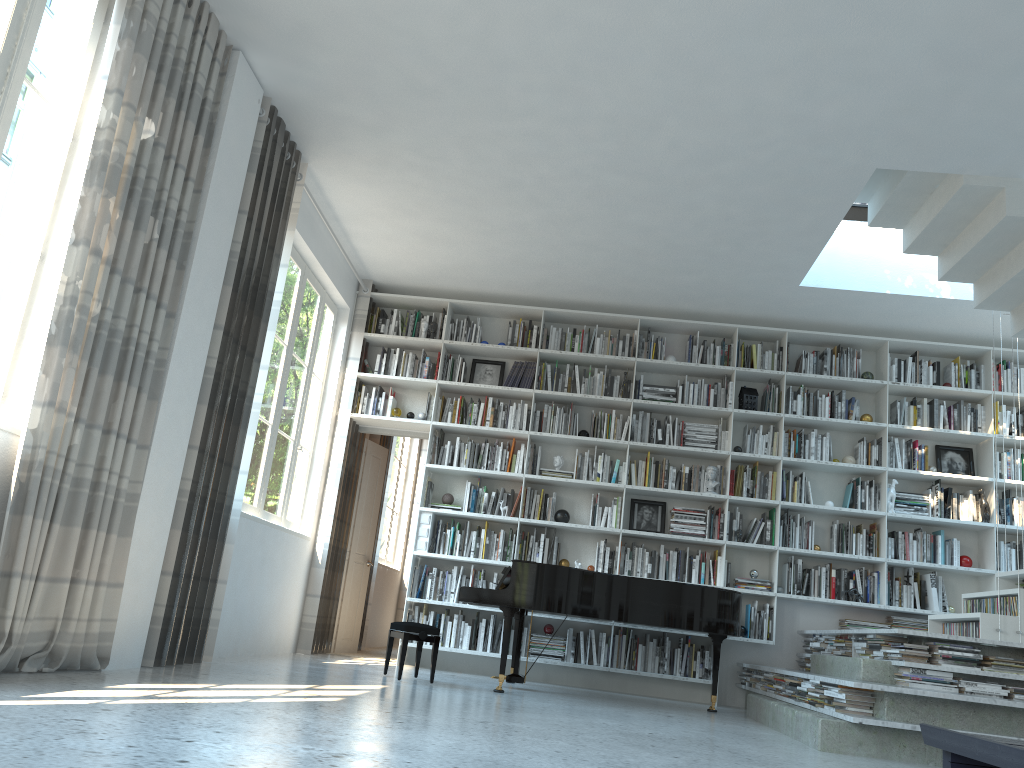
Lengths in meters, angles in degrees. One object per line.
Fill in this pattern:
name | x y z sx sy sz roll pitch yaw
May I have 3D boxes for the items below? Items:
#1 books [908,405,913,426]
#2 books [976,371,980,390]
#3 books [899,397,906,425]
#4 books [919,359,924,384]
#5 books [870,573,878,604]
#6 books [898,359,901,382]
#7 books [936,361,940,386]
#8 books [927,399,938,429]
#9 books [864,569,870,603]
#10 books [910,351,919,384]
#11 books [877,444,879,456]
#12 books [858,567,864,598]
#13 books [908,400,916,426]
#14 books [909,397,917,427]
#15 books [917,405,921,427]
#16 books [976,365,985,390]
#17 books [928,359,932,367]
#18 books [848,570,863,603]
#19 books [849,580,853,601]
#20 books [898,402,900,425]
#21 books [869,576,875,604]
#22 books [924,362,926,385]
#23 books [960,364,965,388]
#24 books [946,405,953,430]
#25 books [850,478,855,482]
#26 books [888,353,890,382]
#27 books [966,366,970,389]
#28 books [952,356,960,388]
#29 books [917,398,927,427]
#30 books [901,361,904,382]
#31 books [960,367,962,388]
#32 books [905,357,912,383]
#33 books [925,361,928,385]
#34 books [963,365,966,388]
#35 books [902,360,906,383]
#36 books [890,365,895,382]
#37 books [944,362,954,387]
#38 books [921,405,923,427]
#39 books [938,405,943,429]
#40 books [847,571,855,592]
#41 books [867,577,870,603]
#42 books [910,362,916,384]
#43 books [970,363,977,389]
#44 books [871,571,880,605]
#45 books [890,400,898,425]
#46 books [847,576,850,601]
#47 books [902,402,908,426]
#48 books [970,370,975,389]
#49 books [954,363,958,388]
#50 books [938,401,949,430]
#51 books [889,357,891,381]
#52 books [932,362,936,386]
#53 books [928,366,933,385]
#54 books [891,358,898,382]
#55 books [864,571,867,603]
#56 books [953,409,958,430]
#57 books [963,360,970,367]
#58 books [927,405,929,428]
books | 3.353 0.304 7.507 0.025 0.207 0.176 6 -15 5
books | 3.953 0.012 7.577 0.031 0.210 0.132 6 -15 5
books | 3.294 0.266 7.536 0.051 0.281 0.167 6 -15 5
books | 3.490 -0.064 7.602 0.014 0.261 0.169 6 -15 5
books | 2.918 1.662 7.175 0.026 0.257 0.157 6 -15 5
books | 3.297 -0.073 7.614 0.026 0.241 0.185 6 -15 5
books | 3.620 -0.047 7.595 0.030 0.257 0.165 6 -15 5
books | 3.523 0.283 7.463 0.032 0.264 0.246 6 -15 5
books | 2.878 1.653 7.206 0.012 0.281 0.144 6 -15 5
books | 3.450 -0.102 7.611 0.014 0.331 0.181 6 -15 5
books | 3.051 0.629 7.459 0.013 0.220 0.156 6 -15 5
books | 2.831 1.639 7.198 0.013 0.293 0.135 6 -15 5
books | 3.382 0.282 7.515 0.026 0.260 0.168 6 -15 5
books | 3.403 0.269 7.526 0.011 0.295 0.163 6 -15 5
books | 3.419 0.306 7.515 0.030 0.223 0.158 6 -15 5
books | 3.983 -0.016 7.560 0.026 0.262 0.163 6 -15 5
books | 3.571 -0.058 7.618 0.012 0.278 0.153 6 -15 5
books | 2.788 1.646 7.189 0.070 0.265 0.186 6 -15 5
books | 2.727 1.682 7.186 0.025 0.180 0.169 6 -15 5
books | 3.260 0.285 7.533 0.013 0.236 0.142 6 -15 5
books | 2.891 1.673 7.167 0.025 0.227 0.176 6 -15 5
books | 3.506 -0.049 7.598 0.022 0.235 0.172 6 -15 5
books | 3.816 -0.025 7.572 0.031 0.248 0.165 6 -15 5
books | 3.674 0.318 7.477 0.014 0.239 0.190 6 -15 5
books | 2.843 0.935 7.399 0.016 0.289 0.135 6 -15 5
books | 3.212 -0.104 7.641 0.028 0.293 0.150 6 -15 5
books | 3.856 -0.016 7.561 0.018 0.234 0.187 6 -15 5
books | 3.796 -0.062 7.585 0.007 0.320 0.166 6 -15 5
books | 3.473 0.278 7.512 0.026 0.287 0.156 6 -15 5
books | 3.322 -0.064 7.618 0.024 0.230 0.169 6 -15 5
books | 3.797 -0.018 7.564 0.007 0.225 0.170 6 -15 5
books | 3.387 -0.080 7.619 0.048 0.277 0.150 6 -15 5
books | 3.529 -0.054 7.606 0.021 0.253 0.152 6 -15 5
books | 3.842 -0.023 7.586 0.017 0.256 0.147 6 -15 5
books | 3.349 -0.065 7.635 0.027 0.249 0.140 6 -15 5
books | 3.244 -0.052 7.605 0.022 0.182 0.190 6 -15 5
books | 3.731 -0.039 7.574 0.019 0.255 0.169 6 -15 5
books | 3.447 0.306 7.528 0.024 0.235 0.147 6 -15 5
books | 3.587 0.314 7.480 0.030 0.229 0.187 6 -15 5
books | 2.749 1.652 7.196 0.012 0.248 0.165 6 -15 5
books | 2.860 1.675 7.174 0.013 0.219 0.169 6 -15 5
books | 3.423 -0.053 7.611 0.030 0.230 0.148 6 -15 5
books | 3.929 -0.025 7.583 0.025 0.278 0.136 6 -15 5
books | 2.944 1.658 7.175 0.025 0.271 0.171 6 -15 5
books | 3.249 0.276 7.538 0.012 0.253 0.161 6 -15 5
books | 2.706 1.668 7.199 0.022 0.210 0.136 6 -15 5
books | 3.331 0.287 7.537 0.026 0.250 0.131 6 -15 5
books | 3.897 0.001 7.559 0.029 0.209 0.170 6 -15 5
books | 3.764 -0.031 7.579 0.016 0.251 0.189 6 -15 5
books | 3.647 0.301 7.508 0.048 0.282 0.163 6 -15 5
books | 3.232 -0.085 7.644 0.014 0.263 0.140 6 -15 5
books | 3.600 -0.044 7.609 0.012 0.253 0.161 6 -15 5
books | 3.548 -0.030 7.585 0.024 0.201 0.190 6 -15 5
books | 3.272 -0.079 7.622 0.025 0.250 0.178 6 -15 5
books | 2.846 1.655 7.193 0.021 0.264 0.150 6 -15 5
books | 3.708 0.334 7.478 0.031 0.217 0.166 6 -15 5
books | 3.880 -0.040 7.586 0.020 0.298 0.131 6 -15 5
books | 3.496 0.307 7.513 0.025 0.238 0.143 6 -15 5
